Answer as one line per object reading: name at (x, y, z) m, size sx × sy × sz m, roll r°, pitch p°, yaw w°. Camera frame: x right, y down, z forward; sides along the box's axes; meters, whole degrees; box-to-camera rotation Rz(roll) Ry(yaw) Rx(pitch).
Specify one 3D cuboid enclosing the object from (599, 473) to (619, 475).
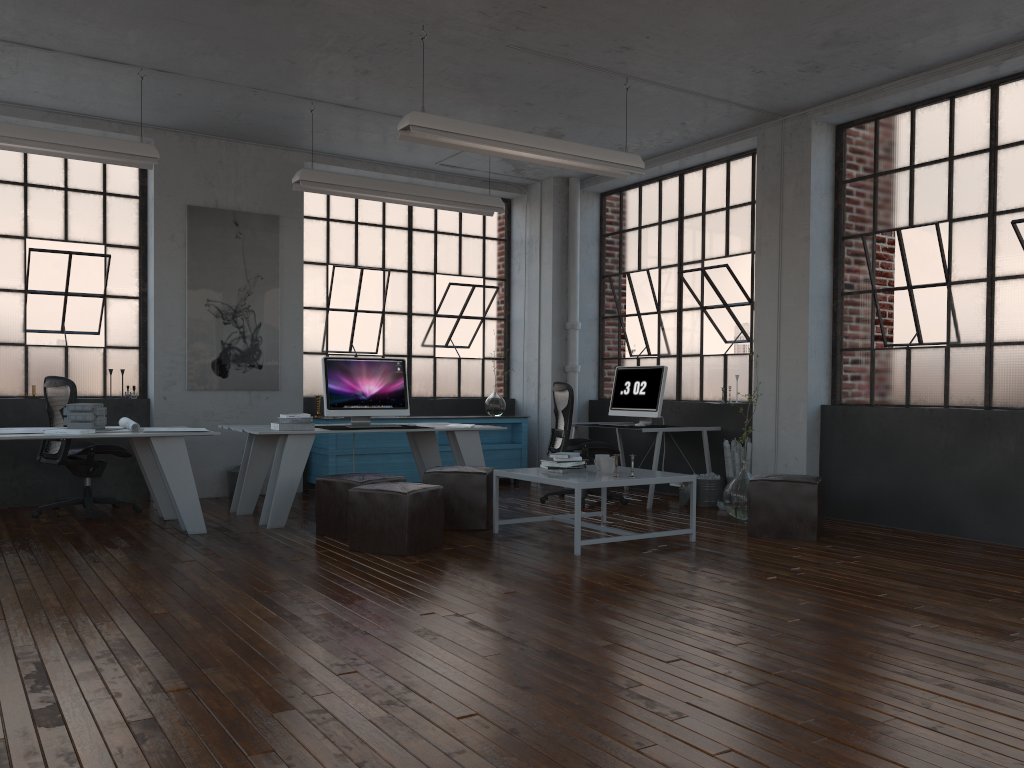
object at (0.646, 0.602, 5.913) m, size 0.137 × 0.003 × 0.137 m, roll 1°, pitch 0°, yaw -12°

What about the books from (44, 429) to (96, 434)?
books at (-2.906, 0.314, 5.834) m, size 0.235 × 0.024 × 0.200 m, roll 0°, pitch 0°, yaw 3°

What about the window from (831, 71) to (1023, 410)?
window at (3.332, -0.953, 6.158) m, size 0.669 × 2.392 × 2.590 m, roll 0°, pitch 1°, yaw -33°

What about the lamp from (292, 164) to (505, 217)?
lamp at (-0.895, -1.618, 7.394) m, size 1.877 × 0.205 × 0.202 m, roll 1°, pitch 0°, yaw -33°

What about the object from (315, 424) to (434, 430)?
object at (-1.137, 0.346, 7.085) m, size 0.848 × 0.008 × 0.687 m, roll 1°, pitch 0°, yaw -31°

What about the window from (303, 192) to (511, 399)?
window at (-1.090, -0.973, 9.459) m, size 2.590 × 2.392 × 0.669 m, roll 0°, pitch 1°, yaw -33°

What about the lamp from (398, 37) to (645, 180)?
lamp at (0.124, -1.822, 5.916) m, size 1.877 × 0.629 × 0.202 m, roll 1°, pitch 1°, yaw -33°

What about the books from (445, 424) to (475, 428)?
books at (-0.427, 0.346, 7.314) m, size 0.205 × 0.019 × 0.243 m, roll 0°, pitch 0°, yaw 7°

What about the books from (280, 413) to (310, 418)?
books at (-1.621, 0.237, 6.623) m, size 0.185 × 0.030 × 0.153 m, roll 1°, pitch 0°, yaw -32°

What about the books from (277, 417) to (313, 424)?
books at (-1.615, 0.269, 6.610) m, size 0.257 × 0.044 × 0.193 m, roll 1°, pitch 0°, yaw -13°

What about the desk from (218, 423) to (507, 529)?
desk at (-1.204, 0.695, 7.245) m, size 2.077 × 0.704 × 1.075 m, roll 1°, pitch 0°, yaw -33°

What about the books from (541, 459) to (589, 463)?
books at (0.364, 0.528, 6.130) m, size 0.275 × 0.014 × 0.200 m, roll 1°, pitch 0°, yaw -33°

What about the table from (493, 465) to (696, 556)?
table at (0.549, 0.827, 6.060) m, size 0.991 × 0.445 × 0.972 m, roll 1°, pitch 0°, yaw -33°

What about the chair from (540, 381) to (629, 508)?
chair at (0.636, 0.522, 8.007) m, size 0.792 × 1.086 × 0.770 m, roll 0°, pitch 1°, yaw -29°

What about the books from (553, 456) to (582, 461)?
books at (0.381, 0.512, 6.104) m, size 0.185 × 0.026 × 0.125 m, roll 1°, pitch 0°, yaw -3°

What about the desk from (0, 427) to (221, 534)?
desk at (-3.152, 0.669, 5.985) m, size 2.056 × 0.698 × 1.064 m, roll 1°, pitch 0°, yaw -33°

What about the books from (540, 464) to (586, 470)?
books at (0.352, 0.569, 6.129) m, size 0.274 × 0.025 × 0.210 m, roll 1°, pitch 0°, yaw -13°

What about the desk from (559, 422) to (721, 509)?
desk at (1.160, 0.727, 8.283) m, size 0.933 × 0.689 × 1.226 m, roll 0°, pitch 0°, yaw -33°

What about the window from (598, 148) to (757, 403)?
window at (1.661, -0.953, 8.744) m, size 0.669 × 2.392 × 2.590 m, roll 0°, pitch 1°, yaw -33°

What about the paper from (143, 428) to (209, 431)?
paper at (-2.374, 0.322, 6.262) m, size 0.428 × 0.001 × 0.484 m, roll 1°, pitch 0°, yaw -22°

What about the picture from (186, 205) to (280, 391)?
picture at (-2.548, -0.766, 8.135) m, size 0.853 × 1.651 × 0.025 m, roll 0°, pitch 1°, yaw -33°

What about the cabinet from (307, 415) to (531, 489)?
cabinet at (-0.926, 0.700, 9.067) m, size 2.262 × 0.733 × 0.626 m, roll 1°, pitch 0°, yaw -33°

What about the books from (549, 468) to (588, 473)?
books at (0.386, 0.592, 6.136) m, size 0.218 × 0.028 × 0.171 m, roll 1°, pitch 0°, yaw -33°

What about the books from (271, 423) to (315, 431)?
books at (-1.639, 0.316, 6.624) m, size 0.271 × 0.050 × 0.200 m, roll 1°, pitch 0°, yaw -33°

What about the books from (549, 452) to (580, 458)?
books at (0.362, 0.489, 6.094) m, size 0.141 × 0.026 × 0.202 m, roll 0°, pitch 0°, yaw 27°

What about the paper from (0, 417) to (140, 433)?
paper at (-3.160, 0.283, 6.191) m, size 1.075 × 0.105 × 0.975 m, roll 1°, pitch 0°, yaw -33°

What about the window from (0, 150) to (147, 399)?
window at (-4.372, -1.013, 7.339) m, size 2.590 × 2.392 × 0.669 m, roll 0°, pitch 1°, yaw -33°

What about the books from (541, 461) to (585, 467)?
books at (0.354, 0.546, 6.128) m, size 0.200 × 0.031 × 0.272 m, roll 0°, pitch 0°, yaw 32°

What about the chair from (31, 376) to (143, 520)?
chair at (-3.388, 0.482, 7.023) m, size 0.770 × 1.086 × 0.792 m, roll 1°, pitch 1°, yaw 26°

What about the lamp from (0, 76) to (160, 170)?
lamp at (-3.321, -1.871, 5.821) m, size 1.877 × 0.629 × 0.202 m, roll 1°, pitch 1°, yaw -33°
